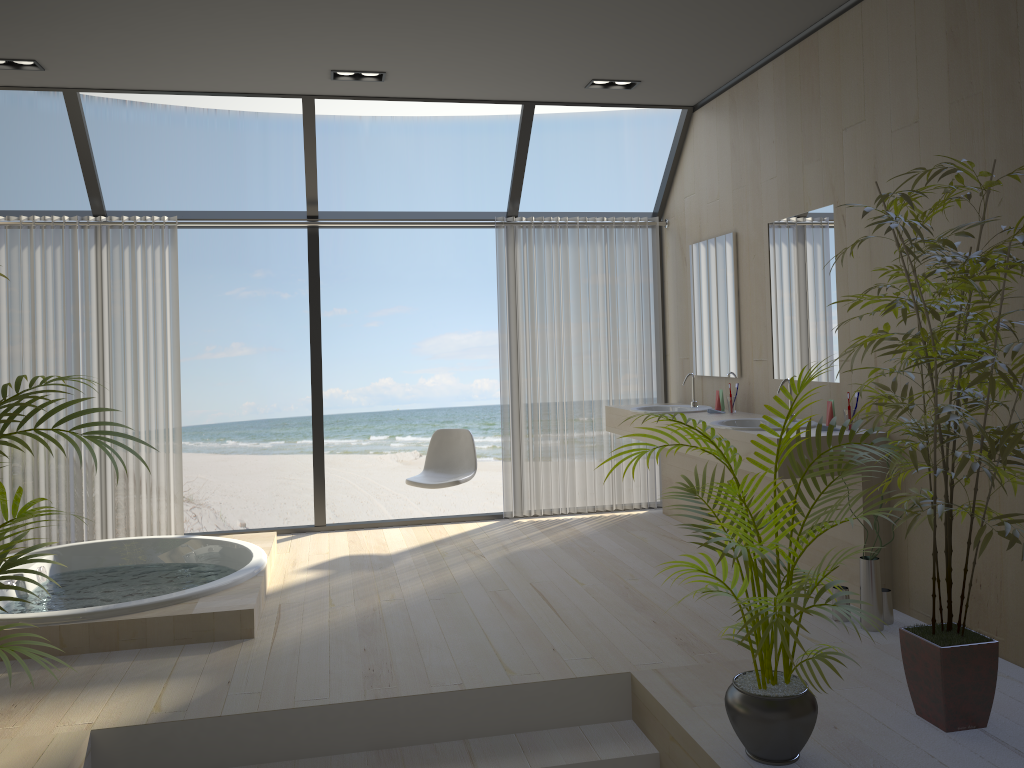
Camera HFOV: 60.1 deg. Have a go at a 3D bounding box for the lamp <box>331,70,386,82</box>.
[{"bbox_3d":[-0.869,-1.787,4.989,0.301,0.112,0.164,-2,1,-12],"label":"lamp"}]

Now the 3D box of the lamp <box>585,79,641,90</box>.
[{"bbox_3d":[0.600,-1.842,5.294,0.301,0.112,0.164,-2,1,-12],"label":"lamp"}]

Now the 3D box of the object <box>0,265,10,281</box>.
[{"bbox_3d":[-2.406,0.267,3.122,0.786,1.758,0.935,-2,0,13],"label":"object"}]

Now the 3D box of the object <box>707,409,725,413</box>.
[{"bbox_3d":[1.200,0.159,5.205,0.104,0.029,0.032,-1,1,29],"label":"object"}]

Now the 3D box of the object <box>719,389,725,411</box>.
[{"bbox_3d":[1.275,0.100,5.386,0.039,0.135,0.039,-2,-1,37],"label":"object"}]

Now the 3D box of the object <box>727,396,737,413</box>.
[{"bbox_3d":[1.294,0.125,5.204,0.058,0.100,0.058,-2,0,-5],"label":"object"}]

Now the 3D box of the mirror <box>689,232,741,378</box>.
[{"bbox_3d":[1.278,-0.484,5.603,0.023,0.869,0.653,-1,0,-12],"label":"mirror"}]

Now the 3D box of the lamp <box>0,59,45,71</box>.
[{"bbox_3d":[-2.629,-1.721,4.624,0.301,0.112,0.164,-2,1,-12],"label":"lamp"}]

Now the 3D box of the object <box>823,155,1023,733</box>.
[{"bbox_3d":[1.401,0.172,2.763,0.786,1.758,0.935,-2,0,13],"label":"object"}]

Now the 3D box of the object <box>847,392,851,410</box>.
[{"bbox_3d":[1.523,0.125,3.997,0.012,0.178,0.050,-2,-1,28],"label":"object"}]

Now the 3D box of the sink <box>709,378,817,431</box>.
[{"bbox_3d":[1.244,0.187,4.400,0.504,0.419,0.574,-2,1,-8],"label":"sink"}]

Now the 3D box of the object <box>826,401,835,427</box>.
[{"bbox_3d":[1.473,0.147,4.101,0.039,0.135,0.039,-2,-1,30],"label":"object"}]

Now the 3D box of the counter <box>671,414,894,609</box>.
[{"bbox_3d":[1.295,0.599,4.435,0.550,0.791,1.205,-2,1,-12],"label":"counter"}]

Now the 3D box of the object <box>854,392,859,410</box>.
[{"bbox_3d":[1.552,0.124,4.019,0.054,0.175,0.012,-2,-1,14],"label":"object"}]

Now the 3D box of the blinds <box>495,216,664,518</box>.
[{"bbox_3d":[0.488,-0.139,6.221,1.183,2.072,0.084,-2,-1,-12],"label":"blinds"}]

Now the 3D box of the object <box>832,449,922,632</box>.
[{"bbox_3d":[1.558,0.636,3.736,0.407,0.750,0.273,-2,-1,-24],"label":"object"}]

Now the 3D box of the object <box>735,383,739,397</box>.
[{"bbox_3d":[1.308,0.083,5.200,0.054,0.175,0.012,-2,-1,14],"label":"object"}]

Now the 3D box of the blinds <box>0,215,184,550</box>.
[{"bbox_3d":[-2.698,-0.020,5.559,1.183,2.072,0.084,-2,-1,-12],"label":"blinds"}]

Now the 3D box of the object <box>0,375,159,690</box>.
[{"bbox_3d":[-1.445,0.475,2.214,1.066,1.346,0.872,-2,0,-23],"label":"object"}]

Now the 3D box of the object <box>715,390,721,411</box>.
[{"bbox_3d":[1.229,0.106,5.281,0.039,0.135,0.039,-2,-1,37],"label":"object"}]

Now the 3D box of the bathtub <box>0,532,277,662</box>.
[{"bbox_3d":[-2.147,1.026,4.362,1.821,0.699,1.647,-2,2,-12],"label":"bathtub"}]

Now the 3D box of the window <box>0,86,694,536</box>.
[{"bbox_3d":[-1.067,-0.416,5.709,4.561,2.817,0.744,-2,-1,-12],"label":"window"}]

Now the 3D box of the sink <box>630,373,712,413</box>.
[{"bbox_3d":[0.999,0.146,5.581,0.504,0.419,0.574,-2,1,-8],"label":"sink"}]

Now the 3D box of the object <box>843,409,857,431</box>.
[{"bbox_3d":[1.538,0.166,4.023,0.058,0.100,0.058,-2,0,-1],"label":"object"}]

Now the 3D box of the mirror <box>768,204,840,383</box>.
[{"bbox_3d":[1.514,-0.449,4.594,0.023,0.869,0.653,-1,0,-12],"label":"mirror"}]

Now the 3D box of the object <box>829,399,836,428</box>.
[{"bbox_3d":[1.519,0.142,4.205,0.039,0.135,0.039,-2,-1,30],"label":"object"}]

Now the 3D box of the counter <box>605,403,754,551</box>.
[{"bbox_3d":[1.051,0.557,5.616,0.550,0.791,1.205,-2,1,-12],"label":"counter"}]

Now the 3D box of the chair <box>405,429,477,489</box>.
[{"bbox_3d":[-0.439,0.478,5.656,0.369,0.347,0.454,-1,1,17],"label":"chair"}]

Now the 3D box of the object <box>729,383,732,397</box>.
[{"bbox_3d":[1.279,0.084,5.178,0.012,0.178,0.050,-2,-1,28],"label":"object"}]

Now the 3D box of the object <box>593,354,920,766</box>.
[{"bbox_3d":[0.685,0.488,2.565,0.915,1.158,0.751,-2,0,22],"label":"object"}]

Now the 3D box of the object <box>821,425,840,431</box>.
[{"bbox_3d":[1.445,0.200,4.025,0.104,0.029,0.032,-1,1,29],"label":"object"}]
